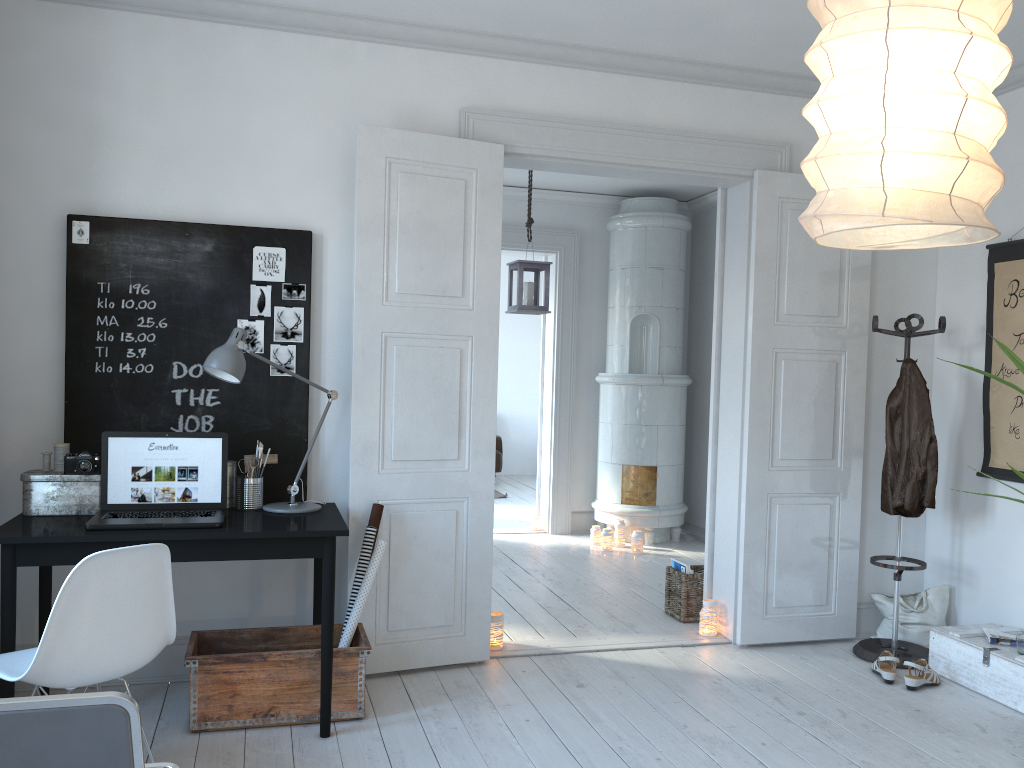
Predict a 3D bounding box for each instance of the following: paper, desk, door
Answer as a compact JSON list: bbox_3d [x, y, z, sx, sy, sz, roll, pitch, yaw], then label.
[{"bbox_3d":[2.220,1.127,3.925,0.221,0.031,0.175,2,1,16],"label":"paper"},{"bbox_3d":[-0.628,0.937,3.512,0.283,0.627,0.041,0,2,-37],"label":"paper"},{"bbox_3d":[-0.644,0.918,3.568,0.043,0.669,0.266,3,2,29],"label":"paper"},{"bbox_3d":[-1.233,0.876,3.308,1.159,0.759,0.650,1,1,-16],"label":"desk"},{"bbox_3d":[0.497,0.039,4.347,2.599,2.507,0.577,1,2,-16],"label":"door"},{"bbox_3d":[-0.319,-0.026,7.247,2.599,2.507,0.577,1,2,-16],"label":"door"},{"bbox_3d":[-0.636,0.875,3.642,0.048,0.747,0.297,3,2,29],"label":"paper"}]

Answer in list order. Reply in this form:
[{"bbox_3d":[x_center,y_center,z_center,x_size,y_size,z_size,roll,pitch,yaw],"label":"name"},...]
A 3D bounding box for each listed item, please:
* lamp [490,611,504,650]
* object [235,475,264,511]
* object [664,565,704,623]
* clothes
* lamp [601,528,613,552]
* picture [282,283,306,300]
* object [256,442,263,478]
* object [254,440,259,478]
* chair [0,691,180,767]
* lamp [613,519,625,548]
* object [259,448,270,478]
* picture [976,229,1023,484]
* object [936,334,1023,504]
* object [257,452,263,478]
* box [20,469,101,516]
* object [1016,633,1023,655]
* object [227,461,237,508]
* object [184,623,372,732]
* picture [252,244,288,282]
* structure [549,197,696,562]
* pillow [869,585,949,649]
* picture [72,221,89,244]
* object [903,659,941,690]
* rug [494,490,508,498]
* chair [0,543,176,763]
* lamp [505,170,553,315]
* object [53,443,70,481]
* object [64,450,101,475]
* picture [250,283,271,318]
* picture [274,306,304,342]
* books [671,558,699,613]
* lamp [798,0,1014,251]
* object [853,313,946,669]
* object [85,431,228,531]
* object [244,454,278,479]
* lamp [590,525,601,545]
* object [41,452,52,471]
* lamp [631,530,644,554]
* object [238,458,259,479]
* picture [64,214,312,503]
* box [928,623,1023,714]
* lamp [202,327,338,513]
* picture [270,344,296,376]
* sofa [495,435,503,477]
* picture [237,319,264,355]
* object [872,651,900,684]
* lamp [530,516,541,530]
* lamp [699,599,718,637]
[{"bbox_3d":[-0.085,1.180,4.242,0.089,0.166,0.089,1,2,-23],"label":"lamp"},{"bbox_3d":[-1.048,0.435,3.538,0.108,0.128,0.108,2,1,-1],"label":"object"},{"bbox_3d":[1.024,1.164,4.944,0.270,0.265,0.223,1,1,-16],"label":"object"},{"bbox_3d":[1.896,0.261,4.218,0.237,0.770,0.211,2,2,17],"label":"clothes"},{"bbox_3d":[0.717,1.179,6.707,0.089,0.166,0.089,1,2,-14],"label":"lamp"},{"bbox_3d":[-0.923,-0.393,3.755,0.095,0.071,0.001,1,2,-16],"label":"picture"},{"bbox_3d":[-1.025,0.364,3.558,0.012,0.264,0.062,3,2,27],"label":"object"},{"bbox_3d":[-1.029,0.361,3.556,0.008,0.268,0.060,2,2,1],"label":"object"},{"bbox_3d":[-0.892,0.889,1.649,0.562,0.798,0.524,1,2,-16],"label":"chair"},{"bbox_3d":[0.834,1.158,6.877,0.098,0.210,0.098,1,2,-11],"label":"lamp"},{"bbox_3d":[-1.008,0.378,3.548,0.084,0.240,0.009,0,2,-39],"label":"object"},{"bbox_3d":[2.428,-0.192,3.973,0.057,1.314,0.792,1,2,-16],"label":"picture"},{"bbox_3d":[2.147,0.573,3.381,1.043,1.555,0.288,2,2,14],"label":"object"},{"bbox_3d":[-1.020,0.387,3.550,0.009,0.222,0.082,2,2,14],"label":"object"},{"bbox_3d":[-1.668,0.407,3.346,0.317,0.152,0.193,1,1,-16],"label":"box"},{"bbox_3d":[2.161,1.103,3.747,0.060,0.081,0.060,3,2,39],"label":"object"},{"bbox_3d":[-1.153,0.407,3.582,0.079,0.188,0.079,0,2,-37],"label":"object"},{"bbox_3d":[-0.897,1.121,3.413,0.665,0.282,0.339,1,1,-16],"label":"object"},{"bbox_3d":[-1.017,-0.509,3.723,0.147,0.154,0.004,1,2,-16],"label":"picture"},{"bbox_3d":[0.967,-0.066,7.043,0.800,2.829,1.247,3,2,29],"label":"structure"},{"bbox_3d":[2.048,1.173,4.551,0.317,0.314,0.272,1,1,-15],"label":"pillow"},{"bbox_3d":[-1.714,-0.603,3.525,0.061,0.088,0.004,1,2,-19],"label":"picture"},{"bbox_3d":[1.825,1.271,3.931,0.272,0.126,0.099,1,2,-43],"label":"object"},{"bbox_3d":[-1.039,1.142,9.809,1.710,0.055,1.455,1,1,-15],"label":"rug"},{"bbox_3d":[-1.270,0.851,2.633,0.554,0.824,0.474,3,2,39],"label":"chair"},{"bbox_3d":[0.125,-1.328,5.584,0.228,1.763,0.228,1,2,-19],"label":"lamp"},{"bbox_3d":[-1.692,0.293,3.310,0.056,0.130,0.167,1,1,-17],"label":"object"},{"bbox_3d":[-1.582,0.291,3.271,0.137,0.087,0.073,1,1,-16],"label":"object"},{"bbox_3d":[-1.054,-0.349,3.720,0.083,0.146,0.002,1,2,-16],"label":"picture"},{"bbox_3d":[-0.945,-0.255,3.753,0.121,0.153,0.002,1,2,-16],"label":"picture"},{"bbox_3d":[1.012,1.131,4.940,0.201,0.300,0.179,1,2,-16],"label":"books"},{"bbox_3d":[0.704,-0.871,1.565,0.338,1.232,0.340,2,2,15],"label":"lamp"},{"bbox_3d":[1.887,0.500,4.297,0.374,1.659,0.374,1,2,-8],"label":"object"},{"bbox_3d":[-1.263,0.341,3.189,0.445,0.315,0.325,1,1,-16],"label":"object"},{"bbox_3d":[-1.017,0.392,3.601,0.138,0.209,0.034,1,2,-36],"label":"object"},{"bbox_3d":[0.655,1.183,6.931,0.084,0.146,0.084,1,2,-11],"label":"lamp"},{"bbox_3d":[-1.763,0.294,3.359,0.040,0.069,0.040,1,2,-28],"label":"object"},{"bbox_3d":[0.940,1.186,6.652,0.089,0.166,0.089,1,2,-17],"label":"lamp"},{"bbox_3d":[-1.060,0.394,3.545,0.081,0.198,0.050,2,2,9],"label":"object"},{"bbox_3d":[-1.330,-0.079,3.684,0.953,1.173,0.064,1,2,-16],"label":"picture"},{"bbox_3d":[2.193,1.235,3.870,0.376,0.218,0.641,1,1,-16],"label":"box"},{"bbox_3d":[-0.938,0.146,3.488,0.617,0.716,0.230,0,2,-45],"label":"lamp"},{"bbox_3d":[-0.969,-0.102,3.753,0.103,0.136,0.001,1,2,-16],"label":"picture"},{"bbox_3d":[-1.229,0.729,10.532,2.165,0.825,0.968,1,1,-16],"label":"sofa"},{"bbox_3d":[-1.095,-0.198,3.713,0.107,0.150,0.001,1,2,-16],"label":"picture"},{"bbox_3d":[1.700,1.266,4.042,0.099,0.126,0.272,2,1,17],"label":"object"},{"bbox_3d":[0.197,1.172,7.454,0.093,0.110,0.093,2,1,1],"label":"lamp"},{"bbox_3d":[1.011,1.203,4.563,0.093,0.180,0.093,1,2,-33],"label":"lamp"}]
